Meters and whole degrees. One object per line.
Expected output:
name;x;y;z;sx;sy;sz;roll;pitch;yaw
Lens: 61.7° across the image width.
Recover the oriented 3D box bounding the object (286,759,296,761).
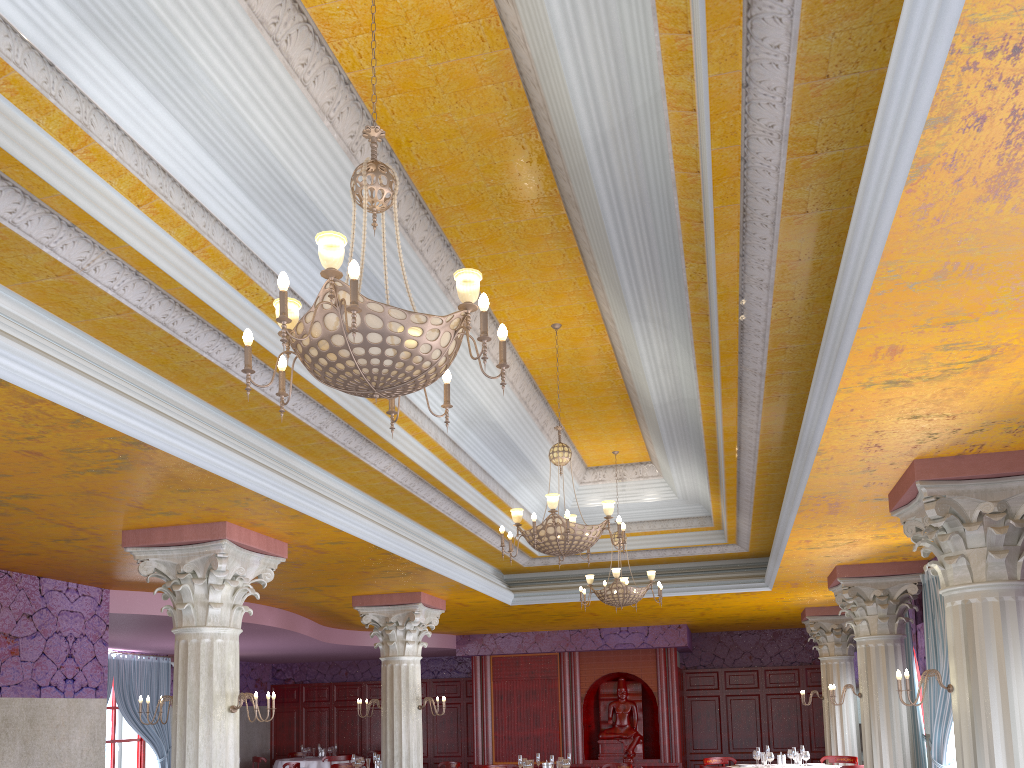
object;-5.052;8.595;19.576;0.259;0.019;0.057;9;-22;-26

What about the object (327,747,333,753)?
object;-4.229;8.570;19.888;0.124;0.253;0.126;-7;-11;27

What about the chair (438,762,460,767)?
chair;-1.234;7.247;15.147;0.652;1.046;0.778;5;-13;-30

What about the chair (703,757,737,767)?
chair;3.591;6.815;14.348;0.755;1.047;0.670;5;-13;-30

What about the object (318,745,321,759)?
object;-4.445;8.497;19.775;0.074;0.322;0.076;-2;-7;5

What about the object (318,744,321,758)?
object;-4.625;8.786;20.519;0.074;0.322;0.076;-2;-7;5

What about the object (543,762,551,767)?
object;0.532;5.811;13.018;0.144;0.203;0.074;0;-8;-6

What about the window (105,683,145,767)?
window;-8.317;6.418;16.546;0.161;2.429;3.757;-3;-17;13

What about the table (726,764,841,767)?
table;4.213;6.451;13.299;2.091;0.912;2.206;-6;-19;14

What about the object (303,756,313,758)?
object;-4.924;9.049;20.783;0.313;0.023;0.333;1;-21;-6

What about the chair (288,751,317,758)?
chair;-5.140;9.630;21.127;0.755;1.047;0.670;5;-13;-30

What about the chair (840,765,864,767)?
chair;4.836;5.984;12.255;0.755;1.047;0.670;5;-13;-30

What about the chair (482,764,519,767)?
chair;-0.106;6.749;13.921;0.755;1.047;0.670;5;-13;-30

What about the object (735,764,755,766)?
object;3.807;6.235;14.004;0.314;0.023;0.331;-7;-21;13

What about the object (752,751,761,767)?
object;3.892;5.967;13.620;0.124;0.253;0.126;-7;-11;27

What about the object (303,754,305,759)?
object;-4.835;8.622;19.945;0.086;0.228;0.089;-1;-9;-6

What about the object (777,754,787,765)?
object;4.229;5.877;13.445;0.144;0.203;0.074;0;-8;-6

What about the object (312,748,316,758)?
object;-4.730;8.808;20.441;0.086;0.228;0.089;-1;-9;-6

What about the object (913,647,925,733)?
object;6.324;4.619;12.836;0.161;2.429;3.757;-3;-17;13

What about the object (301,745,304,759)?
object;-4.909;8.617;20.057;0.074;0.322;0.076;-2;-7;5

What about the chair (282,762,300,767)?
chair;-4.369;7.778;16.324;0.652;1.046;0.778;5;-13;-30

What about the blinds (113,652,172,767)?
blinds;-7.403;7.084;17.239;0.245;3.198;1.907;-3;-10;12

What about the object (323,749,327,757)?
object;-4.337;8.569;19.842;0.086;0.228;0.089;-1;-9;-6

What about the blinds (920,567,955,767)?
blinds;4.781;3.657;9.359;0.245;3.380;1.773;-3;-10;15

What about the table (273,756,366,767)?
table;-4.518;9.266;20.078;2.091;0.912;2.206;-6;-19;14

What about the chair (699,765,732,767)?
chair;3.159;6.191;12.680;0.652;1.046;0.778;5;-13;-30

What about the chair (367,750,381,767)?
chair;-3.463;9.424;20.702;0.652;1.046;0.778;5;-13;-30

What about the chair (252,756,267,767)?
chair;-5.572;9.005;19.458;0.652;1.046;0.778;5;-13;-30

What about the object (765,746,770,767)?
object;4.106;5.971;13.740;0.075;0.322;0.076;5;-10;-39

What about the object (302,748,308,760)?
object;-4.792;8.567;19.839;0.124;0.253;0.126;6;-12;-39

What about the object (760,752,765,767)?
object;4.001;5.994;13.662;0.086;0.228;0.089;-1;-9;-6

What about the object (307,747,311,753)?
object;-4.839;8.781;20.398;0.124;0.253;0.126;6;-12;-39

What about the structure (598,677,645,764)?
structure;2.290;7.176;18.313;0.969;1.774;0.665;-4;-9;14

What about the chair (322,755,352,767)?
chair;-3.895;8.799;19.033;0.755;1.047;0.670;5;-13;-30

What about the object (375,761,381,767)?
object;-4.251;6.830;16.653;5.847;1.137;0.359;-20;-18;41

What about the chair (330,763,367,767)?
chair;-2.911;7.453;15.572;0.755;1.047;0.670;5;-13;-30

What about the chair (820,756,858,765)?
chair;5.268;6.609;13.923;0.652;1.046;0.778;5;-13;-30

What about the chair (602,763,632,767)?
chair;1.571;6.543;13.496;0.652;1.046;0.778;5;-13;-30

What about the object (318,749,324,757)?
object;-4.502;8.691;20.223;0.144;0.203;0.074;0;-8;-6

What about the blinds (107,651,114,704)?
blinds;-7.872;6.406;15.431;0.245;3.197;2.038;-3;-11;14

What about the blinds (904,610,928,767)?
blinds;5.452;4.627;11.950;0.245;3.379;1.775;-3;-10;12

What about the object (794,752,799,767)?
object;4.499;5.941;13.559;0.087;0.228;0.087;-8;-11;39
